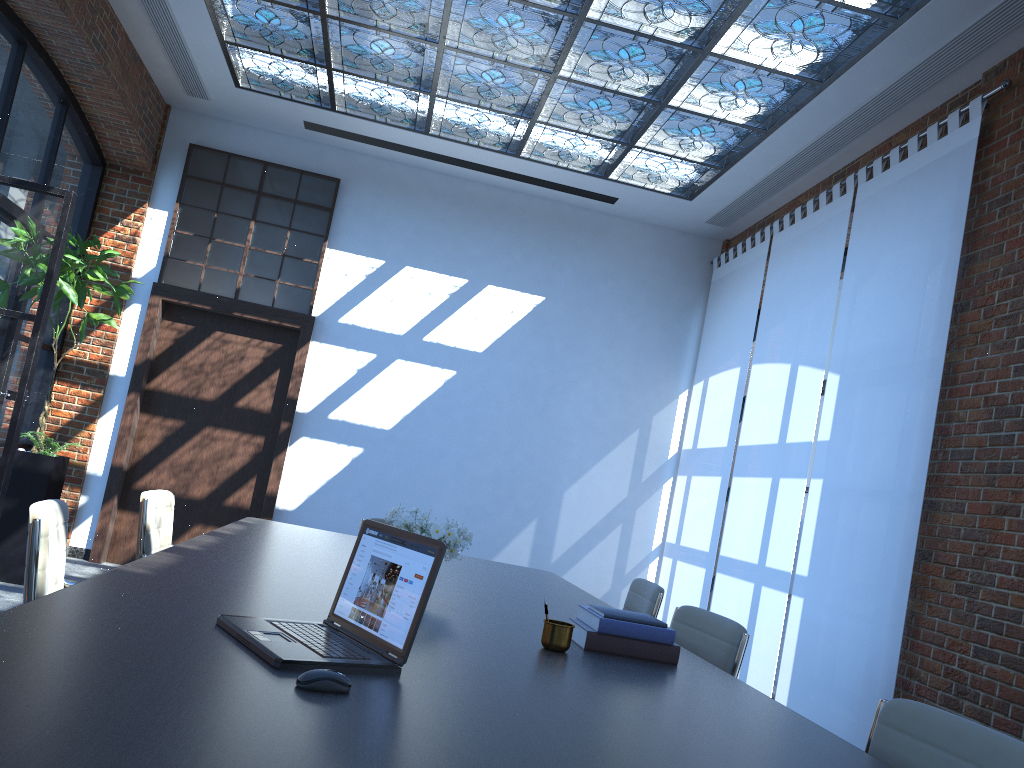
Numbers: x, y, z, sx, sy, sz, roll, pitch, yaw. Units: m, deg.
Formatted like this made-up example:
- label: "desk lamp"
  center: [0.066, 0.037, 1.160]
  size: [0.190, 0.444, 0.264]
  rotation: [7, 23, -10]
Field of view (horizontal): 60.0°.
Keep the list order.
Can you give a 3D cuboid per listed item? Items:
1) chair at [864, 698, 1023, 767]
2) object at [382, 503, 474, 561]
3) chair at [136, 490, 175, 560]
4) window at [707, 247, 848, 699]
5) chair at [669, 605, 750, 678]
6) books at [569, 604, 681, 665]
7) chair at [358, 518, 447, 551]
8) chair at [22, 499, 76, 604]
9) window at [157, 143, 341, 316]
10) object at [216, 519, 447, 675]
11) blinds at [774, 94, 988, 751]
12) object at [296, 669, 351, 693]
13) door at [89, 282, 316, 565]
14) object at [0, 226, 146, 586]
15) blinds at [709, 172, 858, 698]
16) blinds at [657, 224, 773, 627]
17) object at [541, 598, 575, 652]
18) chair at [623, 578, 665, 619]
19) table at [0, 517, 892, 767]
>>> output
- label: "chair"
  center: [0.607, 1.114, 1.806]
  size: [0.707, 0.920, 0.561]
  rotation: [12, -6, -13]
- label: "object"
  center: [-0.307, 0.587, 3.101]
  size: [0.329, 0.308, 0.337]
  rotation: [11, -6, 3]
- label: "chair"
  center: [-1.446, 1.014, 4.160]
  size: [0.707, 0.920, 0.561]
  rotation: [12, -6, -8]
- label: "window"
  center: [2.847, 0.401, 3.604]
  size: [0.160, 3.594, 9.649]
  rotation: [12, -7, -8]
- label: "chair"
  center: [0.381, 1.250, 3.237]
  size: [0.708, 0.920, 0.561]
  rotation: [12, -6, -14]
- label: "books"
  center: [0.343, 0.767, 2.748]
  size: [0.295, 0.114, 0.255]
  rotation: [12, -7, -9]
- label: "chair"
  center: [-0.695, 1.288, 5.181]
  size: [0.560, 0.920, 0.708]
  rotation: [12, -6, -8]
- label: "chair"
  center: [-1.232, 0.885, 2.810]
  size: [0.708, 0.920, 0.560]
  rotation: [13, -6, -19]
- label: "window"
  center: [-2.306, -1.343, 7.827]
  size: [1.330, 1.288, 0.059]
  rotation: [12, -5, -8]
- label: "object"
  center: [-0.401, 0.435, 1.927]
  size: [0.324, 0.282, 0.390]
  rotation: [15, -8, -34]
- label: "blinds"
  center: [2.075, 0.340, 5.171]
  size: [0.040, 3.744, 1.222]
  rotation: [12, -5, -8]
- label: "object"
  center: [-0.338, 0.532, 1.597]
  size: [0.101, 0.034, 0.059]
  rotation: [15, -7, -28]
- label: "door"
  center: [-2.658, 0.458, 7.728]
  size: [1.402, 2.426, 0.201]
  rotation: [12, -5, -8]
- label: "object"
  center: [-3.280, 0.121, 6.223]
  size: [0.946, 2.482, 1.327]
  rotation: [12, -5, -8]
- label: "blinds"
  center: [1.878, 0.459, 6.420]
  size: [0.040, 3.744, 1.222]
  rotation: [12, -5, -8]
- label: "blinds"
  center: [1.679, 0.579, 7.680]
  size: [0.040, 3.744, 1.222]
  rotation: [12, -5, -8]
- label: "object"
  center: [0.133, 0.682, 2.510]
  size: [0.092, 0.142, 0.091]
  rotation: [14, -6, -30]
- label: "chair"
  center: [0.300, 1.379, 4.378]
  size: [0.707, 0.920, 0.562]
  rotation: [11, -5, -4]
- label: "table"
  center: [-0.366, 1.131, 2.976]
  size: [1.811, 0.807, 4.516]
  rotation: [12, -7, -8]
